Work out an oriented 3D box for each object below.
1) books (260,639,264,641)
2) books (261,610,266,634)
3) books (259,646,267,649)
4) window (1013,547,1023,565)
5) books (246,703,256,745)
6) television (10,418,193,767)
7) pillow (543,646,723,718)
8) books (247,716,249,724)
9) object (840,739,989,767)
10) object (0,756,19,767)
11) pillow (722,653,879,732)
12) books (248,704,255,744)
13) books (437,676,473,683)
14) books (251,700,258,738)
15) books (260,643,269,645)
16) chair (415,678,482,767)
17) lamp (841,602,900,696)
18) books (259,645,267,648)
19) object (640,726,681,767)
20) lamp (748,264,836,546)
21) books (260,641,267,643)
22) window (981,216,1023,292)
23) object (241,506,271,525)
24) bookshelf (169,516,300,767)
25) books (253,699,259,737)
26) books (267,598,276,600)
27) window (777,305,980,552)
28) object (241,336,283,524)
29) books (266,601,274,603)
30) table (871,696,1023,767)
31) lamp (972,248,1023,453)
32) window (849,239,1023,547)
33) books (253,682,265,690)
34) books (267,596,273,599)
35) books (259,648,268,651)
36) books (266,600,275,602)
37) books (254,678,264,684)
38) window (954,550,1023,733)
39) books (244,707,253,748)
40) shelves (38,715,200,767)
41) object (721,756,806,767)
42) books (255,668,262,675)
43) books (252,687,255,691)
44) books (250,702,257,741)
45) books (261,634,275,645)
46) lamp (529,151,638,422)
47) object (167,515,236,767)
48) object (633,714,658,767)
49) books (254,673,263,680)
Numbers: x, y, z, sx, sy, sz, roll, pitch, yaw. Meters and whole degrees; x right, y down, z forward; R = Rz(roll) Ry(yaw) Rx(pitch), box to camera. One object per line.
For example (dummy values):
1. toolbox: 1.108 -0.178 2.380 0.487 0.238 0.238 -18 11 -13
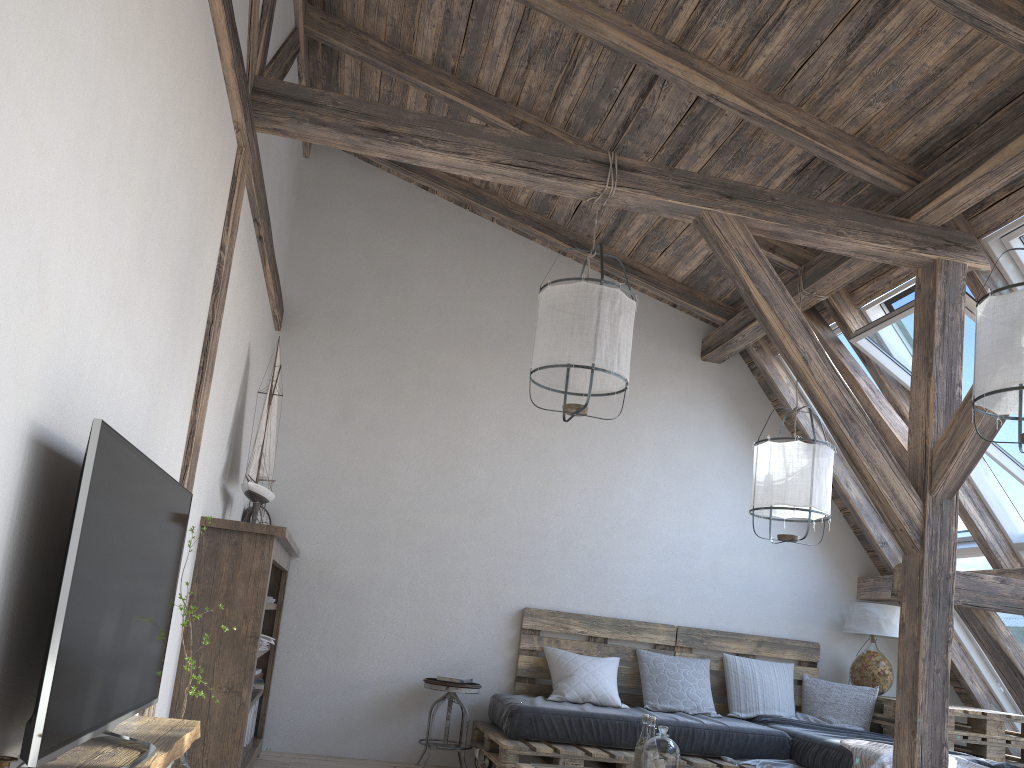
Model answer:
1. books: -1.331 1.238 4.285 0.205 0.008 0.264 8 -15 -3
2. books: -1.500 1.385 5.073 0.136 0.196 0.021 9 -9 -11
3. books: -1.319 1.278 4.299 0.205 0.008 0.264 8 -16 -5
4. window: 3.290 1.410 4.418 1.100 1.249 0.872 9 -11 -10
5. books: -1.497 1.793 4.702 0.202 0.243 0.420 9 -14 -9
6. television: -0.926 0.538 2.109 0.207 0.689 1.127 8 -14 -9
7. pillow: 0.745 1.795 5.374 1.133 0.347 0.358 9 -13 -10
8. books: -1.458 1.801 4.592 0.140 0.171 0.096 9 -11 -10
9. object: 1.902 1.916 3.936 0.809 0.463 1.037 2 -15 19
10. object: -0.824 0.654 1.401 0.141 0.110 0.141 13 -15 -27
11. pillow: 1.811 1.968 5.607 0.966 0.391 0.396 5 -12 6
12. books: -1.476 1.815 4.725 0.157 0.215 0.017 9 -9 -11
13. books: -0.336 1.733 5.164 0.149 0.021 0.210 1 -16 18
14. books: -1.525 1.874 4.956 0.158 0.215 0.022 9 -9 -11
15. books: -1.325 1.254 4.281 0.204 0.008 0.265 5 -16 6
16. chair: -0.377 1.997 5.142 0.354 0.509 0.361 8 -11 -6
17. lamp: 2.215 2.111 5.874 0.393 1.256 0.834 11 -12 -24
18. books: -1.319 1.273 4.314 0.205 0.008 0.264 9 -16 -8
19. object: 0.602 1.507 3.555 0.158 0.242 0.157 16 -14 -41
20. lamp: 1.492 0.080 4.604 0.400 1.485 0.416 1 -11 31
21. books: -1.321 1.250 4.295 0.205 0.008 0.264 8 -15 -3
22. window: 2.639 -0.124 3.522 1.100 1.249 0.872 9 -11 -10
23. object: -1.499 0.819 5.173 0.082 0.205 0.210 2 -13 25
24. bookshelf: -1.347 1.341 4.380 0.349 1.147 1.659 8 -13 -9
25. books: -1.529 1.881 4.984 0.157 0.216 0.036 9 -9 -10
26. books: -1.443 1.186 4.898 0.205 0.008 0.264 8 -15 -3
27. window: 2.272 0.332 5.310 1.100 1.249 0.872 9 -11 -10
28. object: -1.230 0.273 4.444 0.141 0.970 0.807 7 -12 -5
29. books: -1.441 1.209 4.917 0.206 0.008 0.263 11 -16 -15
30. table: 2.591 2.319 5.393 0.677 0.685 1.039 9 -14 -10
31. lamp: 1.830 -0.423 3.035 0.413 1.276 0.403 13 -11 -33
32. window: 2.500 0.111 4.424 1.354 1.249 0.872 9 -11 -10
33. books: -1.497 1.672 4.906 0.220 0.030 0.165 11 -16 -17
34. books: -1.441 1.182 4.912 0.205 0.008 0.263 10 -16 -13
35. books: -1.318 1.284 4.289 0.205 0.008 0.264 7 -15 -2
36. books: -1.443 1.205 4.932 0.206 0.008 0.263 12 -16 -18
37. books: -1.499 1.645 4.902 0.206 0.021 0.152 13 -16 -21
38. window: 3.107 1.638 5.313 1.100 1.249 0.872 9 -11 -10
39. books: -1.462 1.793 4.628 0.157 0.207 0.092 9 -10 -10
40. shelves: -0.950 1.104 2.041 0.332 0.439 1.638 9 -15 -9
41. object: 1.477 2.141 4.620 0.510 0.271 0.719 13 -16 -25
42. books: -1.494 1.600 4.912 0.158 0.021 0.224 8 -15 -6
43. books: -1.459 1.610 4.644 0.152 0.023 0.233 7 -15 -1
44. books: -1.498 1.843 4.833 0.157 0.215 0.017 9 -9 -11
45. books: -1.313 1.236 4.343 0.224 0.086 0.264 15 -17 -29
46. lamp: 0.313 -0.393 3.635 0.407 1.060 0.409 1 -11 31
47. object: -1.119 1.021 3.036 0.277 1.096 0.522 11 -11 -23
48. object: 0.570 1.537 3.717 0.071 0.262 0.157 8 -11 -10
49. books: -1.493 1.625 4.917 0.161 0.026 0.208 7 -15 -2
